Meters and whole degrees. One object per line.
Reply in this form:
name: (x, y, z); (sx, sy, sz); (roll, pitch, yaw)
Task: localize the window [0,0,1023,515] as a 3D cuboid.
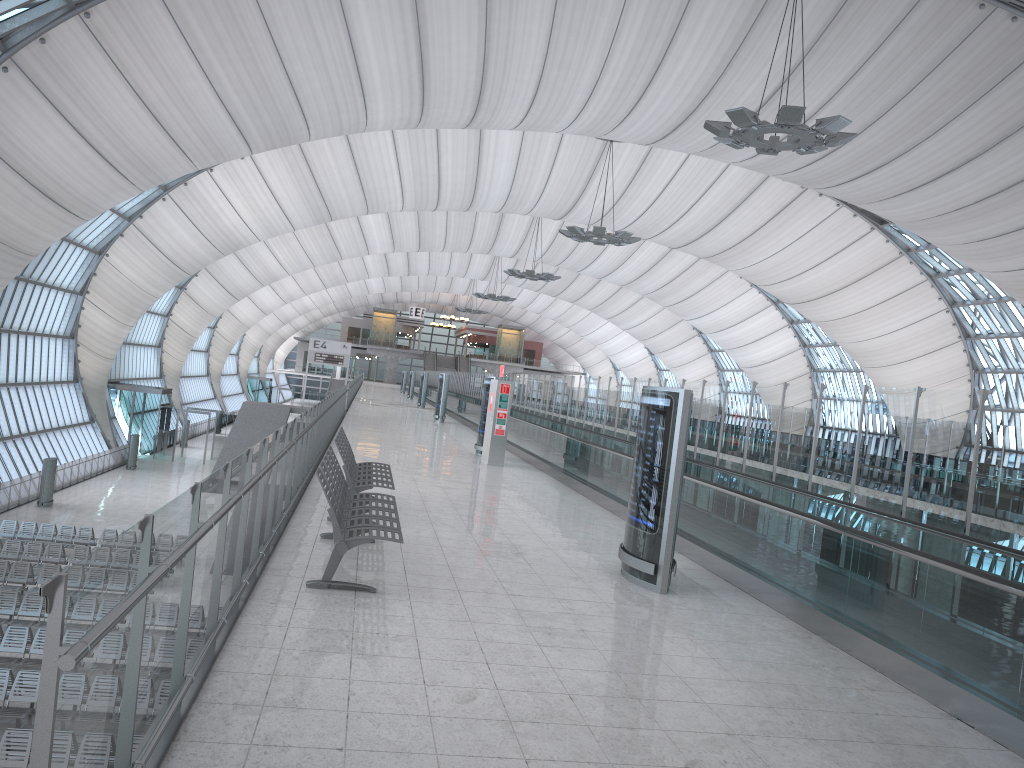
window: (-2.122, -3.244, 79.364); (50.537, 20.004, 167.818); (7, 0, -9)

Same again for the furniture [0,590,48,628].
furniture: (-10.083, 5.149, 19.724); (2.705, 0.913, 1.572); (7, 0, -9)

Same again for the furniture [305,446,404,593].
furniture: (-1.363, 1.134, 7.861); (0.713, 0.902, 2.520); (7, 0, -9)

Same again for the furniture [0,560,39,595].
furniture: (-13.294, 4.764, 21.908); (2.705, 0.913, 1.572); (7, 0, -9)

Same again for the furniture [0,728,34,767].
furniture: (-6.156, 5.610, 13.064); (2.705, 0.913, 1.572); (7, 0, -9)

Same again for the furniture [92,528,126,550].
furniture: (-11.293, 5.018, 27.287); (2.705, 0.913, 1.572); (7, 0, -9)

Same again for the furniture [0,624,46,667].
furniture: (-9.704, 5.189, 17.353); (2.705, 0.913, 1.572); (7, 0, -9)

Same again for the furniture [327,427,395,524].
furniture: (-1.823, 1.085, 10.847); (0.713, 0.902, 2.520); (7, 0, -9)

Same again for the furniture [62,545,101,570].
furniture: (-10.876, 5.063, 24.680); (2.705, 0.913, 1.572); (7, 0, -9)

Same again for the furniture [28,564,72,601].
furniture: (-10.505, 5.103, 22.361); (2.705, 0.913, 1.572); (7, 0, -9)

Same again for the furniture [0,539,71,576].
furniture: (-13.665, 4.724, 24.228); (2.705, 0.913, 1.572); (7, 0, -9)

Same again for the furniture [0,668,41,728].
furniture: (-9.324, 5.230, 14.982); (2.705, 0.913, 1.572); (7, 0, -9)

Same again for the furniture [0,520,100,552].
furniture: (-14.082, 4.679, 26.835); (2.705, 0.913, 1.572); (7, 0, -9)
